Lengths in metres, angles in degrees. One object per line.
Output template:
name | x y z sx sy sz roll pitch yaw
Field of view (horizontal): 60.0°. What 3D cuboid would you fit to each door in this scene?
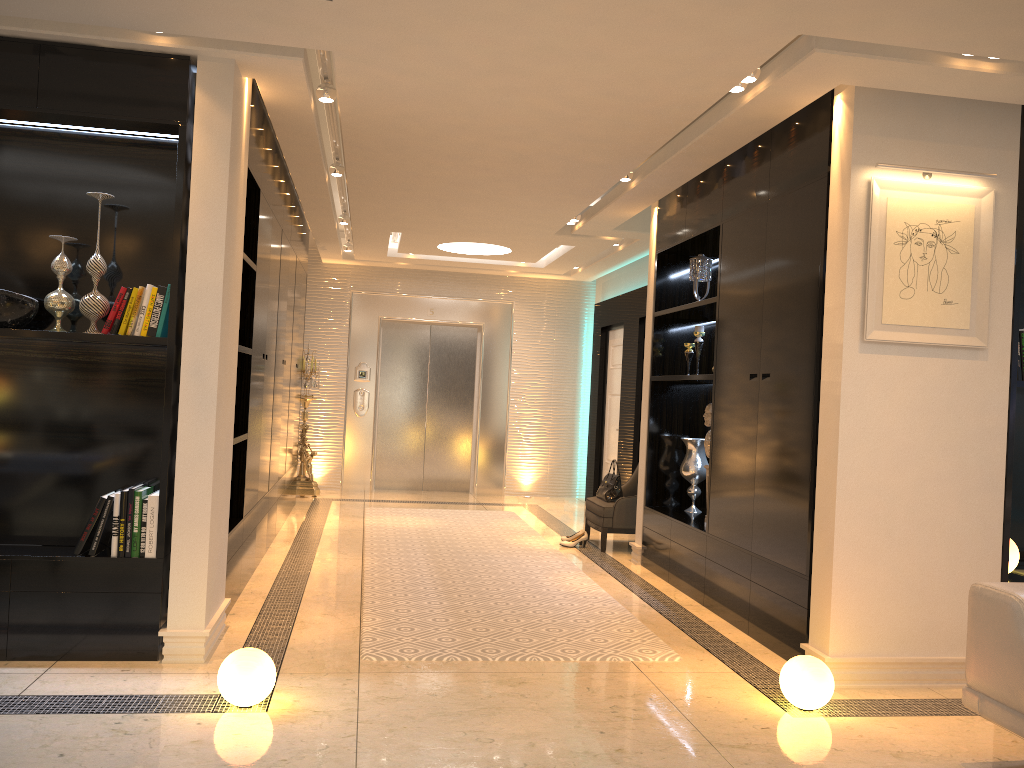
door | 1.123 0.367 9.684 0.089 2.034 0.919 3 -1 -9
door | -0.661 -5.786 1.023 83.408 24.296 83.408 3 -1 12

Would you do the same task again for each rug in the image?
rug | -0.331 1.275 6.565 1.526 0.015 5.025 3 -1 -9

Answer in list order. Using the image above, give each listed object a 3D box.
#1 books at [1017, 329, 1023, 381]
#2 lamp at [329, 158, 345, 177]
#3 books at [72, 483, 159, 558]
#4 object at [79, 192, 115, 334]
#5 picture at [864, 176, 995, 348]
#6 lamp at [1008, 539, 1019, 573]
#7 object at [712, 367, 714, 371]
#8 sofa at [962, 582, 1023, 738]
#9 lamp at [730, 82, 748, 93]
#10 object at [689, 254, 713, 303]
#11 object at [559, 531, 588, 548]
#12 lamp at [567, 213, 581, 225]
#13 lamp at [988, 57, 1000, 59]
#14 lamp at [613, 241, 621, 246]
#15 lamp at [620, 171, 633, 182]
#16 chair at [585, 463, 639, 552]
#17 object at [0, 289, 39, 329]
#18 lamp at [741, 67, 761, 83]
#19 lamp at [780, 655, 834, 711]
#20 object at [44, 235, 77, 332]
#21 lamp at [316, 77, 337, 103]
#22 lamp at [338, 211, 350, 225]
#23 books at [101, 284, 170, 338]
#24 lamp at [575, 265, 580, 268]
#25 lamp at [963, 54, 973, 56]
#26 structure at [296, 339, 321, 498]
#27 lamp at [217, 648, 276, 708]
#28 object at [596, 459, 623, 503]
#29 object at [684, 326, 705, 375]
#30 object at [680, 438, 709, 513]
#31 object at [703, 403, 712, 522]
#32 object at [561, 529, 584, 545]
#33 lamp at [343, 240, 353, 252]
books | 2.425 -0.143 4.302 0.240 0.270 0.208 3 -1 -9
lamp | -1.205 -1.495 6.112 0.107 0.127 0.107 3 -1 -28
books | -1.714 0.595 3.904 0.345 0.296 0.222 3 -1 -9
object | -1.819 -0.523 3.884 0.121 0.612 0.121 3 -1 -14
picture | 1.874 -0.541 3.983 0.610 0.729 0.027 3 -1 -9
lamp | 2.392 0.843 4.395 0.213 0.214 0.212 3 -1 30
object | 1.377 -0.207 5.794 0.113 0.318 0.116 3 -1 -10
sofa | 2.840 1.024 2.807 2.328 0.754 1.145 3 -1 -9
lamp | 1.029 -1.405 4.065 0.107 0.127 0.107 3 -1 -28
object | 1.263 -0.699 5.954 0.155 0.347 0.155 3 -1 -29
object | 0.505 1.264 7.226 0.235 0.135 0.084 3 -1 -7
lamp | 0.503 -1.397 7.357 0.107 0.127 0.235 3 -1 -9
lamp | 1.939 -1.365 3.533 0.107 0.127 0.107 3 -1 2
lamp | 0.969 -1.364 8.340 0.107 0.127 0.107 3 -1 -28
lamp | 0.746 -1.401 5.844 0.107 0.127 0.107 3 -1 -28
chair | 1.004 0.906 7.404 0.702 0.898 0.625 3 -1 -8
object | -2.241 -0.321 3.816 0.375 0.177 0.193 3 -1 -8
lamp | 1.049 -1.405 3.938 0.107 0.127 0.107 3 -1 -28
lamp | 1.206 1.221 3.629 0.213 0.214 0.212 3 -1 30
object | -1.977 -0.433 3.885 0.121 0.416 0.121 3 -1 -14
lamp | -0.943 -1.498 4.512 0.107 0.127 0.107 3 -1 -28
lamp | -1.502 -1.491 7.938 0.107 0.127 0.107 3 -1 10
books | -1.641 -0.324 3.931 0.290 0.238 0.189 3 -1 -10
lamp | 0.709 -1.361 9.939 0.107 0.127 0.107 3 -1 -28
lamp | 1.825 -1.370 3.515 0.107 0.127 0.107 3 -1 2
structure | -2.165 0.375 9.792 0.382 1.715 0.811 3 -1 15
lamp | -1.002 1.108 3.354 0.213 0.214 0.212 3 -1 30
object | 0.824 0.799 7.388 0.168 0.345 0.366 3 -1 -10
object | 1.273 -0.227 6.209 0.079 0.361 0.176 3 -1 -28
object | 1.314 0.656 6.376 0.221 0.522 0.221 3 -1 -4
object | 1.356 0.519 5.810 0.221 0.794 0.308 3 -1 18
object | 0.512 1.267 7.419 0.235 0.135 0.084 2 -1 39
lamp | -1.762 -1.488 9.538 0.107 0.127 0.107 3 -1 -28
